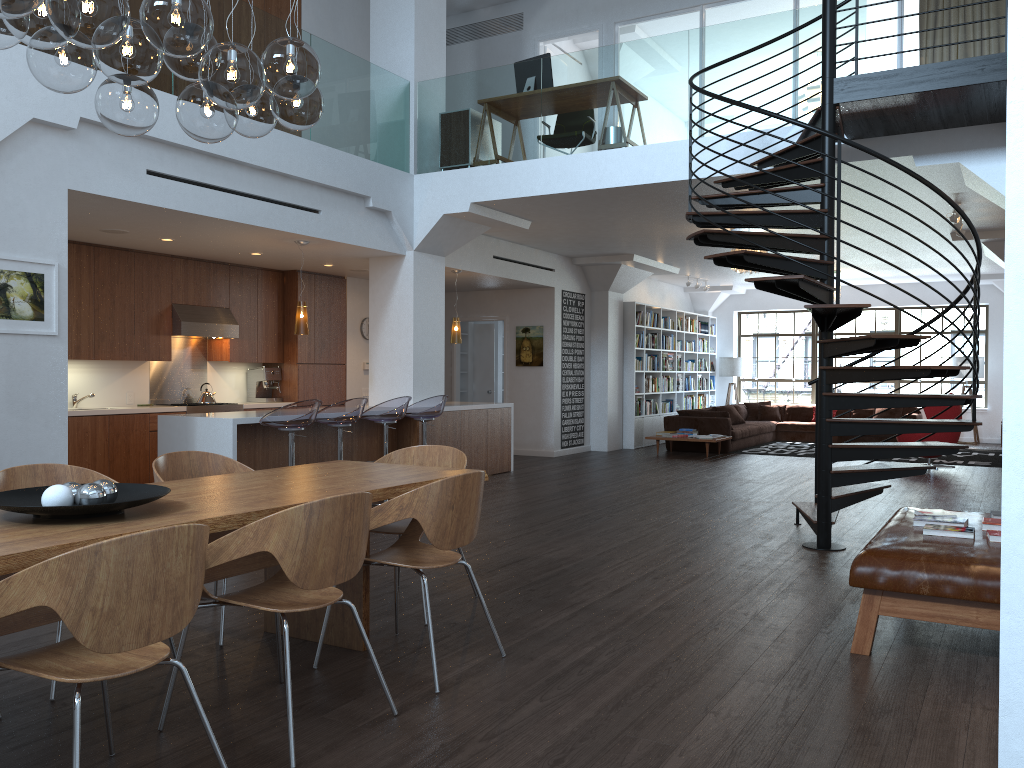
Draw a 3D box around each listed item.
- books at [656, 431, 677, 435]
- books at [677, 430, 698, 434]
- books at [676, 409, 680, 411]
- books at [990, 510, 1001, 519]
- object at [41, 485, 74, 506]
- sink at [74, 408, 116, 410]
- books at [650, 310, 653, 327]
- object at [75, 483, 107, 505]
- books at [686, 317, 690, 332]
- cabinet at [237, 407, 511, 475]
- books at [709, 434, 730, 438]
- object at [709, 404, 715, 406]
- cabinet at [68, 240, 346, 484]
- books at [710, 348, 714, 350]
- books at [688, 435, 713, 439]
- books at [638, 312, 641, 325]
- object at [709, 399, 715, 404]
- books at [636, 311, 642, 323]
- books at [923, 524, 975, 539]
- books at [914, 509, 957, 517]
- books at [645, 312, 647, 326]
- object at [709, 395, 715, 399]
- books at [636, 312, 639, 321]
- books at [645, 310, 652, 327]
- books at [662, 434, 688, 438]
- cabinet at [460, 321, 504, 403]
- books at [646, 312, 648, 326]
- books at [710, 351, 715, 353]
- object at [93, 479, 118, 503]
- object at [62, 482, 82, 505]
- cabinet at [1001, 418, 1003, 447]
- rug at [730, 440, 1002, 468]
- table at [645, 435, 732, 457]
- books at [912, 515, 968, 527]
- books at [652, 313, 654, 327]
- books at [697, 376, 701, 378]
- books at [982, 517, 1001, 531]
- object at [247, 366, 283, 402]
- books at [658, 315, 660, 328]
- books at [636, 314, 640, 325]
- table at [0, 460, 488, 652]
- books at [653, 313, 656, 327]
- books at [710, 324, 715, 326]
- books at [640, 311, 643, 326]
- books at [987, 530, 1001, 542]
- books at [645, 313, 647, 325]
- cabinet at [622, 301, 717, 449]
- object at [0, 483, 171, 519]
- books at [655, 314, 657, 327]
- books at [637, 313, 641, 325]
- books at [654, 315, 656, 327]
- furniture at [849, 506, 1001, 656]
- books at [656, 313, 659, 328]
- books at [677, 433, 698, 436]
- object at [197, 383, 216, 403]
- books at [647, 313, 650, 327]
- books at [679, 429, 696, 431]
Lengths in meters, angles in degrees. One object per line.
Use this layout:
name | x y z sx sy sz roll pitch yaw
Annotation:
books | 2.457 0.781 14.041 0.241 0.045 0.334 1 1 31
books | 2.760 0.752 13.940 0.279 0.035 0.191 1 1 40
books | 2.988 0.484 16.587 0.284 0.035 0.197 1 1 30
books | 2.743 0.728 4.804 0.254 0.044 0.183 1 1 24
object | -1.528 0.389 2.985 0.100 0.100 0.100 0 1 -15
sink | -4.203 0.327 8.841 0.440 0.137 0.740 1 1 30
books | 2.317 -1.119 15.255 0.197 0.290 0.136 1 1 30
object | -1.432 0.386 3.017 0.100 0.100 0.100 0 1 -15
books | 3.320 -1.138 17.013 0.176 0.290 0.053 1 1 30
cabinet | -1.512 0.707 9.387 0.898 0.796 4.493 1 1 30
books | 3.151 0.795 13.635 0.350 0.035 0.256 0 1 -35
object | 3.980 0.451 18.282 0.331 0.088 0.410 1 1 30
cabinet | -3.771 -0.152 9.606 0.598 2.499 5.299 1 1 30
books | 3.999 -0.720 18.255 0.174 0.032 0.254 0 1 -25
books | 2.846 0.795 13.413 0.231 0.040 0.342 0 1 -20
books | 2.070 -1.083 14.797 0.161 0.222 0.084 1 1 30
object | 3.980 0.363 18.280 0.331 0.088 0.410 1 1 30
books | 2.078 -1.096 14.827 0.159 0.248 0.089 1 1 30
books | 2.174 0.732 4.410 0.224 0.032 0.161 1 1 30
books | 2.370 0.730 4.971 0.161 0.031 0.223 0 1 8
books | 2.198 -1.095 15.038 0.159 0.248 0.089 1 1 30
object | 3.974 0.275 18.283 0.316 0.088 0.410 1 1 30
books | 1.974 -1.077 14.633 0.182 0.215 0.188 1 1 30
books | 2.289 -1.119 15.199 0.176 0.293 0.125 1 1 30
books | 2.501 0.792 13.621 0.340 0.035 0.236 0 1 -35
cabinet | -0.512 -0.454 15.388 0.527 2.991 2.630 1 1 30
books | 2.221 -1.098 15.075 0.170 0.251 0.118 1 1 30
books | 3.999 -0.653 18.261 0.197 0.035 0.284 0 1 -30
object | -1.440 0.385 3.119 0.100 0.100 0.100 0 1 -15
object | -1.535 0.390 3.087 0.100 0.100 0.100 0 1 -15
cabinet | 7.875 0.658 13.738 0.459 0.350 4.501 1 1 30
rug | 5.897 1.090 14.161 4.200 0.007 3.100 1 1 31
table | 2.720 0.947 13.640 1.100 0.271 0.853 1 1 30
books | 2.255 0.727 4.668 0.247 0.040 0.185 1 1 33
books | 2.364 -1.099 15.310 0.159 0.248 0.089 1 1 30
books | 3.610 -0.142 17.551 0.223 0.031 0.161 1 1 30
books | 2.568 0.729 4.537 0.283 0.043 0.197 1 1 29
object | -3.025 0.005 11.012 0.439 0.455 0.284 1 1 30
books | 2.498 -1.095 15.569 0.167 0.233 0.077 1 1 30
books | 2.012 -1.075 14.716 0.167 0.210 0.162 1 1 30
table | -1.504 0.821 3.076 1.012 0.750 3.803 1 1 30
books | 2.383 -1.101 15.337 0.182 0.253 0.098 1 1 30
books | 4.127 -1.122 18.396 0.140 0.231 0.042 1 1 30
books | 2.101 -1.098 14.864 0.170 0.251 0.118 1 1 30
books | 2.406 0.736 4.248 0.224 0.036 0.161 1 1 24
books | 2.190 -1.082 15.008 0.161 0.222 0.084 1 1 30
cabinet | 2.919 -0.162 16.558 0.461 2.414 4.500 1 1 30
object | -1.500 0.413 3.076 0.592 0.066 0.592 0 1 -12
books | 2.422 -1.097 15.415 0.174 0.243 0.085 1 1 30
books | 2.051 -1.080 14.768 0.161 0.218 0.101 1 1 30
books | 2.397 -1.103 15.384 0.182 0.255 0.077 1 1 30
furniture | 2.336 0.972 4.515 0.907 0.453 1.819 1 1 30
books | 2.472 -1.104 15.504 0.182 0.255 0.077 1 1 30
books | 2.762 0.789 13.935 0.312 0.037 0.216 1 1 20
object | -3.537 0.103 10.272 0.222 0.235 0.222 0 1 5
books | 2.251 -1.094 15.120 0.174 0.242 0.105 1 1 30
books | 2.763 0.721 13.936 0.224 0.027 0.157 1 1 35
